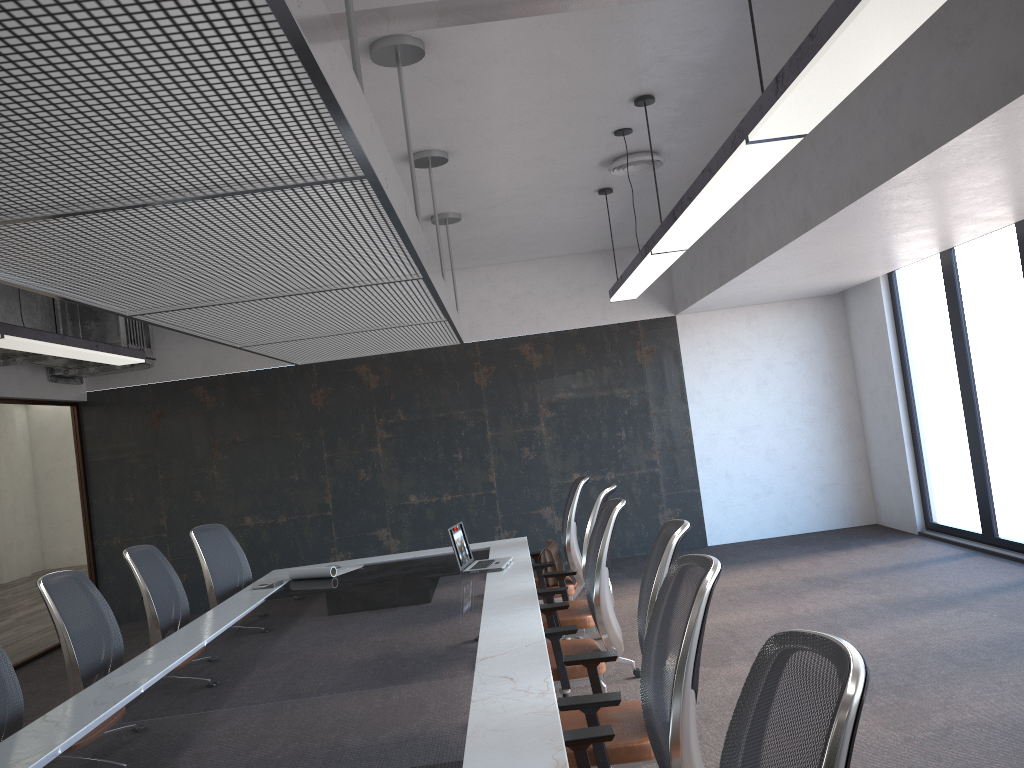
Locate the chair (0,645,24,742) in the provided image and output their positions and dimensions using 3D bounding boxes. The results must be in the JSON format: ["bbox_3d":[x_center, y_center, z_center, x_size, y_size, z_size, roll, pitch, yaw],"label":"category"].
[{"bbox_3d":[-1.818,1.420,3.412,0.828,1.166,0.789,-6,-3,-37],"label":"chair"}]

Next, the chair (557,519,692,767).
[{"bbox_3d":[0.335,1.130,3.247,0.828,1.166,0.789,-6,-3,-31],"label":"chair"}]

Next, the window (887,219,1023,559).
[{"bbox_3d":[3.910,-0.075,4.173,0.121,2.670,9.225,-7,-2,-1],"label":"window"}]

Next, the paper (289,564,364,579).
[{"bbox_3d":[-1.269,1.262,6.072,0.348,0.069,0.379,-9,-3,25],"label":"paper"}]

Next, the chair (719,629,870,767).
[{"bbox_3d":[0.259,1.062,1.454,0.828,1.166,0.789,-6,-3,-37],"label":"chair"}]

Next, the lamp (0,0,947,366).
[{"bbox_3d":[-1.102,-0.990,4.036,4.126,0.908,6.097,-7,-2,-1],"label":"lamp"}]

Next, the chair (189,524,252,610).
[{"bbox_3d":[-1.788,1.540,6.251,0.828,1.166,0.789,-6,-3,-21],"label":"chair"}]

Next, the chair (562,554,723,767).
[{"bbox_3d":[0.252,1.104,2.401,0.828,1.166,0.789,-6,-3,-37],"label":"chair"}]

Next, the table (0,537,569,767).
[{"bbox_3d":[-0.765,1.507,3.840,1.898,0.745,5.498,-7,-2,-1],"label":"table"}]

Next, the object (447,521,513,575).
[{"bbox_3d":[-0.188,0.982,5.412,0.308,0.277,0.366,-8,-3,10],"label":"object"}]

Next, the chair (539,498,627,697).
[{"bbox_3d":[0.239,1.189,4.294,0.828,1.166,0.789,-6,-3,-37],"label":"chair"}]

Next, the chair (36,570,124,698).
[{"bbox_3d":[-1.825,1.462,4.359,0.828,1.166,0.789,-6,-3,-37],"label":"chair"}]

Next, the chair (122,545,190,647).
[{"bbox_3d":[-1.831,1.504,5.305,0.828,1.166,0.789,-6,-3,-37],"label":"chair"}]

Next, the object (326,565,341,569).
[{"bbox_3d":[-1.281,1.283,6.159,0.049,0.036,0.200,-9,-3,36],"label":"object"}]

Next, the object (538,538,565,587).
[{"bbox_3d":[0.270,1.236,6.198,0.138,0.308,0.378,-8,-3,10],"label":"object"}]

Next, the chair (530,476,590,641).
[{"bbox_3d":[0.226,1.273,6.188,0.828,1.166,0.789,-6,-3,-37],"label":"chair"}]

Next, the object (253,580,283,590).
[{"bbox_3d":[-1.594,1.311,5.791,0.161,0.026,0.126,-8,-3,14],"label":"object"}]

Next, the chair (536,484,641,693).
[{"bbox_3d":[0.299,1.222,5.244,0.828,1.166,0.789,-6,-3,-26],"label":"chair"}]
